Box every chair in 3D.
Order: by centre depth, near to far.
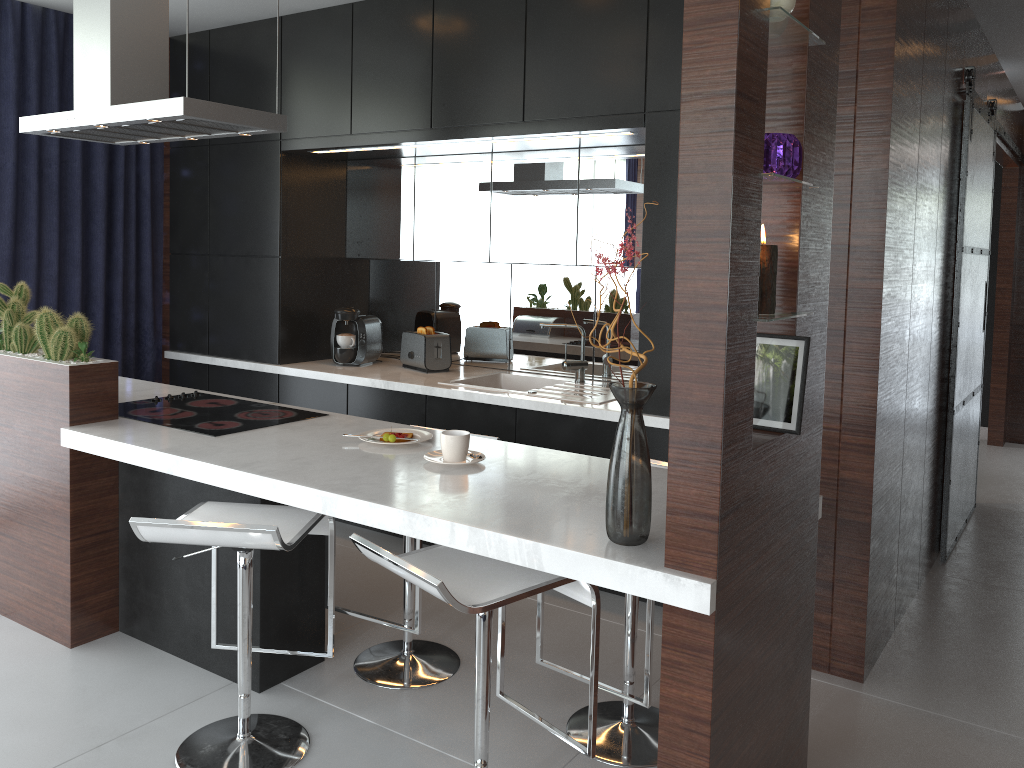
[{"bbox_3d":[-0.101,0.707,2.095,0.464,0.704,0.398,-3,6,-38],"label":"chair"},{"bbox_3d":[-0.739,0.650,2.370,0.396,0.704,0.467,2,5,6],"label":"chair"},{"bbox_3d":[0.370,0.636,2.543,0.398,0.735,0.465,5,6,40],"label":"chair"},{"bbox_3d":[-0.315,0.560,2.943,0.397,0.735,0.466,4,5,29],"label":"chair"}]

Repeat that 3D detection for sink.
[{"bbox_3d":[0.147,-0.022,4.075,0.856,0.489,0.506,6,8,34],"label":"sink"}]

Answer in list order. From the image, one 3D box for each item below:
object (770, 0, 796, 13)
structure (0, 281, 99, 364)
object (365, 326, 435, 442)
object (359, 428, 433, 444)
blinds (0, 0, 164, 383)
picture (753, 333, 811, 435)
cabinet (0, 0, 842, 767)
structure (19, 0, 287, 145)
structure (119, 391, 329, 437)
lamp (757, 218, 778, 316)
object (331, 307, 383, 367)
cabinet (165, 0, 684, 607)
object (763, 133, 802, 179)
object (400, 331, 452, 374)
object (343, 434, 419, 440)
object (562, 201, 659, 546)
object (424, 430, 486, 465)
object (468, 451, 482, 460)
[{"bbox_3d":[0.557,-0.803,1.874,0.088,0.085,0.219,3,8,17],"label":"object"},{"bbox_3d":[-1.849,-0.242,3.279,1.004,0.284,0.223,7,8,36],"label":"structure"},{"bbox_3d":[-0.406,-0.054,3.672,0.140,0.220,1.895,1,8,-1],"label":"object"},{"bbox_3d":[-0.374,0.175,2.844,0.238,0.019,0.240,2,8,6],"label":"object"},{"bbox_3d":[-0.984,-0.146,0.746,7.165,2.753,5.824,7,10,37],"label":"blinds"},{"bbox_3d":[0.592,-0.005,2.048,0.176,0.220,0.051,6,5,38],"label":"picture"},{"bbox_3d":[-0.750,-0.346,2.871,3.346,2.535,0.788,6,6,34],"label":"cabinet"},{"bbox_3d":[-1.382,-1.337,3.359,1.047,0.755,0.448,6,6,34],"label":"structure"},{"bbox_3d":[-1.130,0.113,3.255,0.766,0.056,0.507,7,10,34],"label":"structure"},{"bbox_3d":[0.521,-0.256,1.918,0.154,0.209,0.078,-4,6,-44],"label":"lamp"},{"bbox_3d":[-0.837,-0.259,4.699,0.215,0.310,0.271,3,6,19],"label":"object"},{"bbox_3d":[-0.354,-0.563,4.388,3.490,2.537,0.707,6,6,34],"label":"cabinet"},{"bbox_3d":[0.564,-0.493,1.929,0.134,0.097,0.133,-1,7,-16],"label":"object"},{"bbox_3d":[-0.449,-0.169,4.543,0.176,0.194,0.262,-3,8,-35],"label":"object"},{"bbox_3d":[-0.417,0.168,2.817,0.249,0.008,0.026,2,8,3],"label":"object"},{"bbox_3d":[0.211,-0.029,1.892,0.198,0.730,0.390,2,5,15],"label":"object"},{"bbox_3d":[-0.166,0.185,2.579,0.182,0.086,0.183,3,8,10],"label":"object"},{"bbox_3d":[-0.133,0.208,2.628,0.036,0.012,0.167,-3,10,-30],"label":"object"}]
